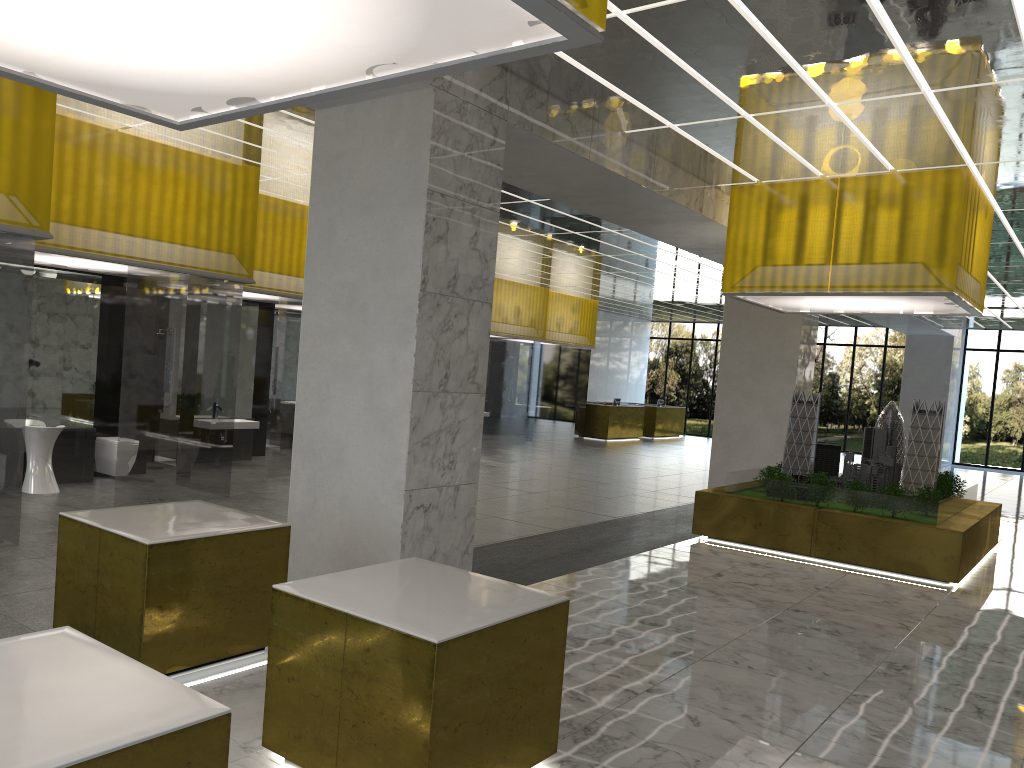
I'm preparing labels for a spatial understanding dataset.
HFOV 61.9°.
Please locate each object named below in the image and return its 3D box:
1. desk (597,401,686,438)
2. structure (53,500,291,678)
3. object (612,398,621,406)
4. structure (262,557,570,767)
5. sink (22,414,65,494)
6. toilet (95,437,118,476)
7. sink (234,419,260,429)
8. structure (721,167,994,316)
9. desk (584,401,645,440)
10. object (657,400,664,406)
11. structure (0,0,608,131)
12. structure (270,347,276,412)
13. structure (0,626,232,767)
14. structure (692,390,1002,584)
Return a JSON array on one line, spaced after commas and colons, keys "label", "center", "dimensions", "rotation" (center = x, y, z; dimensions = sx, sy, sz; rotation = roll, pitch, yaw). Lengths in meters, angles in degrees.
[{"label": "desk", "center": [6.336, 1.756, 42.404], "dimensions": [3.409, 1.510, 3.275], "rotation": [5, 1, 37]}, {"label": "structure", "center": [-2.945, 1.746, 7.410], "dimensions": [1.446, 1.175, 1.357], "rotation": [6, 2, 37]}, {"label": "object", "center": [4.525, 0.962, 38.122], "dimensions": [0.584, 0.668, 0.705], "rotation": [6, 2, 37]}, {"label": "structure", "center": [-0.621, 1.939, 5.603], "dimensions": [1.446, 1.175, 1.357], "rotation": [6, 2, 37]}, {"label": "sink", "center": [-8.050, 1.270, 14.636], "dimensions": [0.774, 1.462, 0.637], "rotation": [6, 3, 37]}, {"label": "toilet", "center": [-7.652, 1.405, 16.500], "dimensions": [0.890, 0.695, 0.480], "rotation": [6, 2, 37]}, {"label": "sink", "center": [-6.608, 0.834, 19.583], "dimensions": [0.927, 1.054, 1.303], "rotation": [6, 2, 36]}, {"label": "structure", "center": [5.757, -2.426, 14.095], "dimensions": [3.448, 2.272, 3.051], "rotation": [5, 2, 37]}, {"label": "desk", "center": [3.731, 1.618, 38.753], "dimensions": [3.409, 1.510, 3.275], "rotation": [5, 1, 37]}, {"label": "object", "center": [7.153, 1.102, 41.805], "dimensions": [0.584, 0.668, 0.705], "rotation": [6, 2, 36]}, {"label": "structure", "center": [-1.740, -2.823, 3.589], "dimensions": [3.448, 2.272, 3.050], "rotation": [5, 2, 37]}, {"label": "structure", "center": [-6.690, -0.112, 23.550], "dimensions": [0.239, 1.856, 0.425], "rotation": [6, 3, 28]}, {"label": "structure", "center": [-2.163, 1.857, 3.441], "dimensions": [1.446, 1.175, 1.357], "rotation": [6, 2, 37]}, {"label": "structure", "center": [6.186, 1.487, 15.214], "dimensions": [4.103, 2.574, 4.839], "rotation": [5, 2, 36]}]
